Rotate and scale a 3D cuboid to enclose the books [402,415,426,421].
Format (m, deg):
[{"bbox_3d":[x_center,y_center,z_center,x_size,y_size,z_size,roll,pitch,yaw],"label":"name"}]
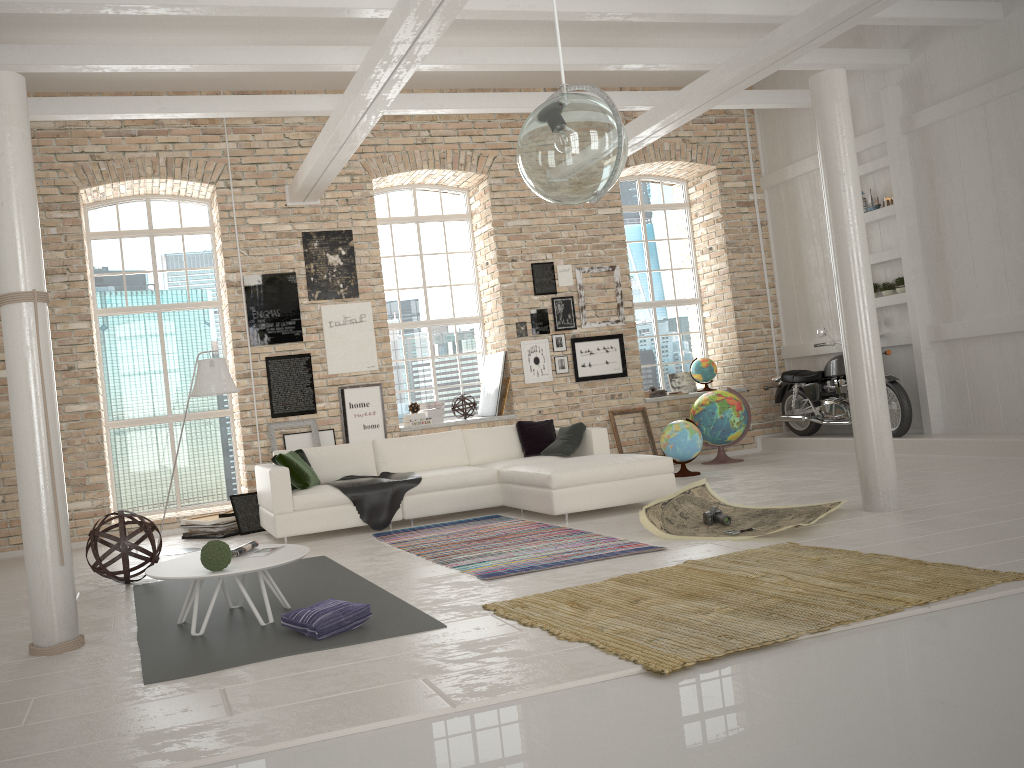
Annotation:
[{"bbox_3d":[-1.141,0.394,10.404,0.191,0.041,0.206,-6,-1,-34],"label":"books"}]

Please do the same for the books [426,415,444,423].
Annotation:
[{"bbox_3d":[-0.964,0.424,10.764,0.231,0.088,0.327,-6,-1,-16],"label":"books"}]

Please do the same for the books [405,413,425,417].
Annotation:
[{"bbox_3d":[-1.138,0.359,10.406,0.174,0.030,0.186,-6,-1,-31],"label":"books"}]

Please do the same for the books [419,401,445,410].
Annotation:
[{"bbox_3d":[-0.989,0.258,10.761,0.285,0.085,0.244,-6,-1,-39],"label":"books"}]

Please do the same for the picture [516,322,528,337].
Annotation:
[{"bbox_3d":[0.116,-0.653,10.666,0.130,0.179,0.009,-6,-2,-11],"label":"picture"}]

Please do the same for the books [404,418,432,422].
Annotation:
[{"bbox_3d":[-1.103,0.421,10.399,0.259,0.024,0.228,-6,-1,-23],"label":"books"}]

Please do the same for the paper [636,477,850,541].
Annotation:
[{"bbox_3d":[1.681,0.848,6.320,1.131,0.265,1.372,-7,-1,35],"label":"paper"}]

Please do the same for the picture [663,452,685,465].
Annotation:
[{"bbox_3d":[1.999,0.825,11.088,0.258,0.351,0.099,-6,-2,-17],"label":"picture"}]

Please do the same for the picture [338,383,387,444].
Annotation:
[{"bbox_3d":[-1.681,0.387,10.079,0.500,0.756,0.012,-6,-2,-16],"label":"picture"}]

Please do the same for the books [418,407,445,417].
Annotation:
[{"bbox_3d":[-0.973,0.342,10.768,0.226,0.088,0.333,-6,-1,-26],"label":"books"}]

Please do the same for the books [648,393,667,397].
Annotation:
[{"bbox_3d":[1.811,0.139,11.390,0.244,0.030,0.211,-6,-1,-20],"label":"books"}]

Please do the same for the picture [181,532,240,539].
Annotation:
[{"bbox_3d":[-2.891,1.497,9.131,0.624,0.048,0.737,-7,-1,30],"label":"picture"}]

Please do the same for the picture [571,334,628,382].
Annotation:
[{"bbox_3d":[1.067,-0.321,10.912,0.688,0.535,0.032,-6,-2,-16],"label":"picture"}]

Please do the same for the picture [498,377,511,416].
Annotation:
[{"bbox_3d":[-0.131,0.155,10.705,0.166,0.460,0.377,-6,-1,-22],"label":"picture"}]

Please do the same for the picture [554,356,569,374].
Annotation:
[{"bbox_3d":[0.601,-0.231,10.780,0.170,0.213,0.012,-6,-2,-16],"label":"picture"}]

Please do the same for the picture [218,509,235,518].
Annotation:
[{"bbox_3d":[-2.812,1.316,9.184,0.296,0.048,0.377,-6,-1,7],"label":"picture"}]

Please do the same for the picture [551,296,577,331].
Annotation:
[{"bbox_3d":[0.634,-0.855,10.820,0.281,0.409,0.010,-6,-2,-16],"label":"picture"}]

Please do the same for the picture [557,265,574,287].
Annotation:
[{"bbox_3d":[0.647,-1.320,10.862,0.187,0.259,0.013,-6,-2,-16],"label":"picture"}]

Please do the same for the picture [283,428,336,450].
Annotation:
[{"bbox_3d":[-2.205,0.805,9.833,0.555,0.569,0.152,-6,-2,-17],"label":"picture"}]

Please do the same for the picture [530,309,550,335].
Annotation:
[{"bbox_3d":[0.338,-0.749,10.735,0.221,0.306,0.015,-6,-2,-16],"label":"picture"}]

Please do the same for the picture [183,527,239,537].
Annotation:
[{"bbox_3d":[-2.916,1.463,9.162,0.611,0.048,0.752,-6,-1,16],"label":"picture"}]

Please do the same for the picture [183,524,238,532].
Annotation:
[{"bbox_3d":[-2.879,1.421,9.155,0.628,0.048,0.731,-7,-1,40],"label":"picture"}]

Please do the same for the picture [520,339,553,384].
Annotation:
[{"bbox_3d":[0.297,-0.274,10.690,0.353,0.514,0.014,-6,-2,-16],"label":"picture"}]

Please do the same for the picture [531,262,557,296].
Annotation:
[{"bbox_3d":[0.388,-1.273,10.780,0.285,0.394,0.019,-6,-2,-16],"label":"picture"}]

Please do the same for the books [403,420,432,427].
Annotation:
[{"bbox_3d":[-1.101,0.457,10.397,0.264,0.048,0.228,-6,-1,-23],"label":"books"}]

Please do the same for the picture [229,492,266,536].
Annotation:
[{"bbox_3d":[-2.621,1.293,8.903,0.308,0.405,0.205,-5,-2,-41],"label":"picture"}]

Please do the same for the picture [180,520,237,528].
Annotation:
[{"bbox_3d":[-2.911,1.385,9.153,0.622,0.048,0.737,-7,-1,28],"label":"picture"}]

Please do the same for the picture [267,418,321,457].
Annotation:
[{"bbox_3d":[-2.353,0.690,9.726,0.524,0.582,0.294,-6,-2,-18],"label":"picture"}]

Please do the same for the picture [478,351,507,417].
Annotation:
[{"bbox_3d":[-0.240,0.010,10.851,0.235,0.764,0.612,-6,-1,-22],"label":"picture"}]

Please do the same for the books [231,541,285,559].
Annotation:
[{"bbox_3d":[-1.537,0.953,5.149,0.384,0.048,0.297,-6,-1,11],"label":"books"}]

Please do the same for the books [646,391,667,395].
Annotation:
[{"bbox_3d":[1.817,0.113,11.395,0.246,0.026,0.213,-6,-1,-24],"label":"books"}]

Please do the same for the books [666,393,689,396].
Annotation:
[{"bbox_3d":[2.084,0.134,11.257,0.219,0.022,0.183,-6,-1,-19],"label":"books"}]

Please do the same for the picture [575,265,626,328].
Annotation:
[{"bbox_3d":[1.086,-1.075,10.964,0.582,0.749,0.026,-6,-2,-16],"label":"picture"}]

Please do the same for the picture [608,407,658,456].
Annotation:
[{"bbox_3d":[1.497,0.675,10.868,0.487,0.748,0.230,-6,-2,-18],"label":"picture"}]

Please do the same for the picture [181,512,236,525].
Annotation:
[{"bbox_3d":[-2.903,1.347,9.127,0.731,0.048,0.627,-6,-1,-42],"label":"picture"}]

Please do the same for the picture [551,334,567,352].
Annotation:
[{"bbox_3d":[0.570,-0.497,10.788,0.170,0.213,0.012,-6,-2,-16],"label":"picture"}]

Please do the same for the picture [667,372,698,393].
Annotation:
[{"bbox_3d":[2.291,-0.010,11.958,0.378,0.292,0.070,-6,-2,-17],"label":"picture"}]

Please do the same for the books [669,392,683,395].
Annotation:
[{"bbox_3d":[2.071,0.119,11.261,0.099,0.014,0.142,-6,-1,-38],"label":"books"}]

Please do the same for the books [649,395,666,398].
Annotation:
[{"bbox_3d":[1.816,0.165,11.385,0.246,0.025,0.210,-6,-1,-18],"label":"books"}]

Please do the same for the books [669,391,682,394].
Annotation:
[{"bbox_3d":[2.062,0.107,11.267,0.124,0.013,0.109,-6,-1,-44],"label":"books"}]
